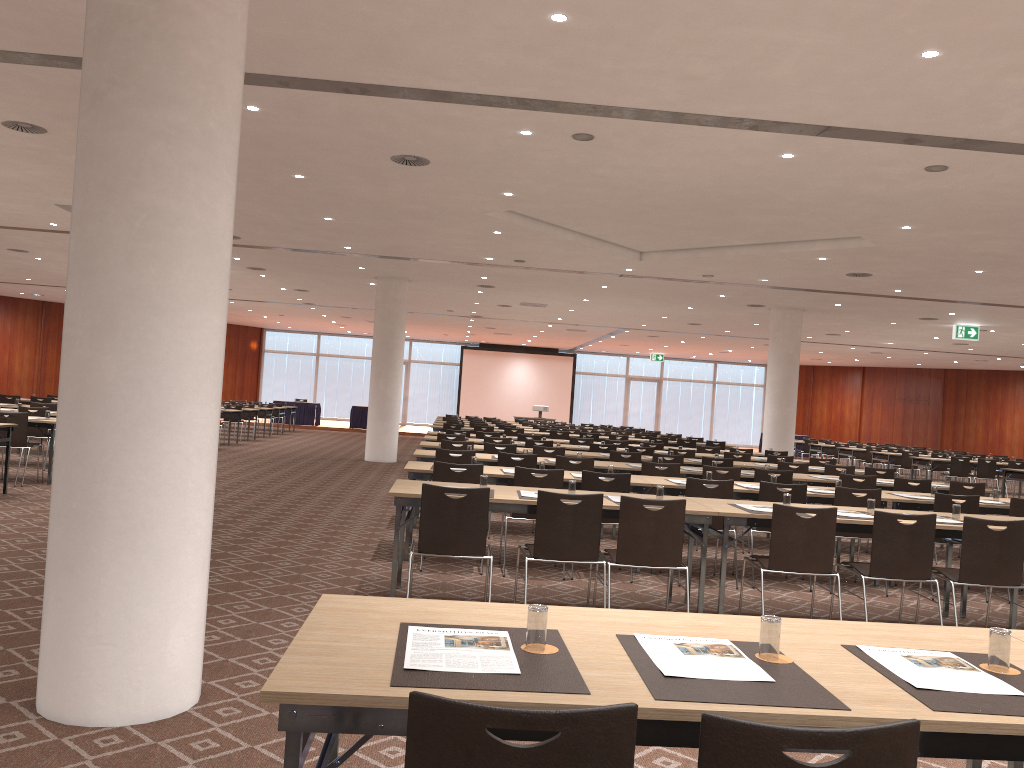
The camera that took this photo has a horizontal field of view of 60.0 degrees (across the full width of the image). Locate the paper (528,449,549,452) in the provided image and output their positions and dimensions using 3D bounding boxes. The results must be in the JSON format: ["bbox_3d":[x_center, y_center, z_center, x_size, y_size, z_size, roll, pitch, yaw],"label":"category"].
[{"bbox_3d":[0.481,0.944,12.394,0.460,0.003,0.565,4,-1,-4],"label":"paper"}]

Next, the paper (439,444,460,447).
[{"bbox_3d":[-0.784,0.856,12.302,0.460,0.003,0.565,4,-1,-4],"label":"paper"}]

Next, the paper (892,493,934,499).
[{"bbox_3d":[3.948,1.099,8.680,0.283,0.006,0.398,4,-1,-4],"label":"paper"}]

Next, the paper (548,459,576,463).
[{"bbox_3d":[0.590,0.908,10.459,0.283,0.006,0.398,4,-1,-6],"label":"paper"}]

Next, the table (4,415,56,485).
[{"bbox_3d":[-7.147,0.839,12.008,2.267,0.833,0.953,4,-1,-4],"label":"table"}]

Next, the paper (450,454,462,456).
[{"bbox_3d":[-0.699,0.819,10.368,0.283,0.006,0.398,4,-1,-2],"label":"paper"}]

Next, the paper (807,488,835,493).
[{"bbox_3d":[2.985,1.033,8.631,0.283,0.006,0.398,4,-1,-4],"label":"paper"}]

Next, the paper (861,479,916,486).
[{"bbox_3d":[4.522,1.182,10.670,0.460,0.003,0.565,4,-1,-3],"label":"paper"}]

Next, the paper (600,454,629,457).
[{"bbox_3d":[1.483,1.013,12.463,0.460,0.003,0.565,4,-1,-3],"label":"paper"}]

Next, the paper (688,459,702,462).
[{"bbox_3d":[2.689,1.093,12.611,0.283,0.006,0.398,4,-1,-4],"label":"paper"}]

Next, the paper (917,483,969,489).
[{"bbox_3d":[5.186,1.228,10.726,0.460,0.003,0.565,4,-1,-1],"label":"paper"}]

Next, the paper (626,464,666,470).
[{"bbox_3d":[1.612,0.981,10.467,0.460,0.003,0.565,4,-1,-2],"label":"paper"}]

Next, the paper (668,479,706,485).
[{"bbox_3d":[1.678,0.943,8.543,0.283,0.006,0.398,4,-1,-3],"label":"paper"}]

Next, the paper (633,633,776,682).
[{"bbox_3d":[0.510,0.742,2.420,0.283,0.006,0.398,4,-1,-3],"label":"paper"}]

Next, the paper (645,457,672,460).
[{"bbox_3d":[2.123,1.056,12.483,0.460,0.003,0.565,4,-1,-3],"label":"paper"}]

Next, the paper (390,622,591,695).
[{"bbox_3d":[-0.071,0.704,2.309,0.460,0.003,0.565,4,-1,-5],"label":"paper"}]

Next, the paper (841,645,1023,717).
[{"bbox_3d":[1.221,0.793,2.381,0.460,0.003,0.565,4,-1,-1],"label":"paper"}]

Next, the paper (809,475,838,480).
[{"bbox_3d":[3.800,1.130,10.688,0.283,0.006,0.398,4,-1,-3],"label":"paper"}]

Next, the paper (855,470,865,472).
[{"bbox_3d":[4.975,1.251,12.786,0.283,0.006,0.398,4,-1,-3],"label":"paper"}]

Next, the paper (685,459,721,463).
[{"bbox_3d":[2.748,1.100,12.551,0.460,0.003,0.565,4,-1,-5],"label":"paper"}]

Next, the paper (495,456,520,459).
[{"bbox_3d":[-0.054,0.864,10.418,0.283,0.006,0.398,4,-1,-5],"label":"paper"}]

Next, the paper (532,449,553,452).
[{"bbox_3d":[0.438,0.938,12.437,0.283,0.006,0.398,4,-1,-3],"label":"paper"}]

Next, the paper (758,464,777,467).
[{"bbox_3d":[3.670,1.161,12.673,0.283,0.006,0.398,4,-1,-5],"label":"paper"}]

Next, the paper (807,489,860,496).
[{"bbox_3d":[3.033,1.039,8.569,0.460,0.003,0.565,4,-1,-4],"label":"paper"}]

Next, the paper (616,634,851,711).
[{"bbox_3d":[0.546,0.746,2.330,0.460,0.003,0.565,4,-1,-2],"label":"paper"}]

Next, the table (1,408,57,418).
[{"bbox_3d":[-7.287,0.870,14.003,2.267,0.833,0.953,4,-1,-4],"label":"table"}]

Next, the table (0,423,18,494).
[{"bbox_3d":[-7.007,0.809,10.013,2.267,0.833,0.953,4,-1,-4],"label":"table"}]

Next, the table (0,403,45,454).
[{"bbox_3d":[-9.686,0.744,15.840,2.267,0.833,0.953,4,-1,-4],"label":"table"}]

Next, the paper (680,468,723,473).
[{"bbox_3d":[2.241,1.025,10.530,0.460,0.003,0.565,4,-1,-2],"label":"paper"}]

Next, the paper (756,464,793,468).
[{"bbox_3d":[3.744,1.169,12.628,0.460,0.003,0.565,4,-1,-4],"label":"paper"}]

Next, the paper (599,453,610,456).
[{"bbox_3d":[1.404,1.005,12.539,0.283,0.006,0.398,4,-1,-2],"label":"paper"}]

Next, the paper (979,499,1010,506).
[{"bbox_3d":[4.671,1.152,8.660,0.460,0.003,0.565,4,-1,-4],"label":"paper"}]

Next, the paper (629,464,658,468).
[{"bbox_3d":[1.563,0.976,10.543,0.283,0.006,0.398,4,-1,-5],"label":"paper"}]

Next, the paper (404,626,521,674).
[{"bbox_3d":[-0.136,0.696,2.338,0.283,0.006,0.398,4,-1,-5],"label":"paper"}]

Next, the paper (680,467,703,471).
[{"bbox_3d":[2.188,1.019,10.571,0.283,0.006,0.398,4,-1,-4],"label":"paper"}]

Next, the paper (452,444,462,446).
[{"bbox_3d":[-0.826,0.851,12.371,0.283,0.006,0.398,4,-1,-3],"label":"paper"}]

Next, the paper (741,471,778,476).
[{"bbox_3d":[2.919,1.072,10.570,0.460,0.003,0.565,4,-1,-1],"label":"paper"}]

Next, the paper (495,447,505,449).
[{"bbox_3d":[-0.198,0.894,12.410,0.283,0.006,0.398,4,-1,-5],"label":"paper"}]

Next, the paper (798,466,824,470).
[{"bbox_3d":[4.311,1.205,12.715,0.283,0.006,0.398,4,-1,-6],"label":"paper"}]

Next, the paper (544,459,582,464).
[{"bbox_3d":[0.624,0.913,10.403,0.460,0.003,0.565,4,-1,-3],"label":"paper"}]

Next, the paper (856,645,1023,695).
[{"bbox_3d":[1.169,0.787,2.453,0.283,0.006,0.398,4,-1,0],"label":"paper"}]

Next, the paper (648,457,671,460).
[{"bbox_3d":[2.073,1.051,12.562,0.283,0.006,0.398,4,-1,-6],"label":"paper"}]

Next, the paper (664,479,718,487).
[{"bbox_3d":[1.746,0.950,8.464,0.460,0.003,0.565,4,-1,-4],"label":"paper"}]

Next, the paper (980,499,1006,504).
[{"bbox_3d":[4.599,1.144,8.723,0.283,0.006,0.398,4,-1,-3],"label":"paper"}]

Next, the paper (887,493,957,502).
[{"bbox_3d":[3.987,1.105,8.632,0.460,0.003,0.565,4,-1,-2],"label":"paper"}]

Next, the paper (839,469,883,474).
[{"bbox_3d":[5.005,1.255,12.694,0.460,0.003,0.565,4,-1,-6],"label":"paper"}]

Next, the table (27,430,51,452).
[{"bbox_3d":[-7.427,0.900,15.998,2.267,0.833,0.953,4,-1,-4],"label":"table"}]

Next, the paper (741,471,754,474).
[{"bbox_3d":[2.833,1.063,10.600,0.283,0.006,0.398,4,-1,-5],"label":"paper"}]

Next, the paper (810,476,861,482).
[{"bbox_3d":[3.871,1.137,10.625,0.460,0.003,0.565,4,-1,-4],"label":"paper"}]

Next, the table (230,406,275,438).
[{"bbox_3d":[-8.092,1.045,25.474,2.267,0.833,0.953,4,-1,-4],"label":"table"}]

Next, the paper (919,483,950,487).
[{"bbox_3d":[5.116,1.220,10.776,0.283,0.006,0.398,4,-1,-6],"label":"paper"}]

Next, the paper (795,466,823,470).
[{"bbox_3d":[4.368,1.212,12.661,0.460,0.003,0.565,4,-1,-4],"label":"paper"}]

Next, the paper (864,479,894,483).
[{"bbox_3d":[4.467,1.175,10.719,0.283,0.006,0.398,4,-1,-7],"label":"paper"}]

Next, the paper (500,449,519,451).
[{"bbox_3d":[-0.146,0.900,12.355,0.460,0.003,0.565,4,-1,-4],"label":"paper"}]

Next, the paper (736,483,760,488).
[{"bbox_3d":[2.362,0.990,8.584,0.283,0.006,0.398,4,-1,-3],"label":"paper"}]

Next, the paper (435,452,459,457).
[{"bbox_3d":[-0.659,0.824,10.290,0.460,0.003,0.565,4,-1,-5],"label":"paper"}]

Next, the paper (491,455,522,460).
[{"bbox_3d":[-0.009,0.870,10.384,0.460,0.003,0.565,4,-1,-1],"label":"paper"}]

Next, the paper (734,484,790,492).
[{"bbox_3d":[2.396,0.995,8.515,0.460,0.003,0.565,4,-1,-5],"label":"paper"}]
